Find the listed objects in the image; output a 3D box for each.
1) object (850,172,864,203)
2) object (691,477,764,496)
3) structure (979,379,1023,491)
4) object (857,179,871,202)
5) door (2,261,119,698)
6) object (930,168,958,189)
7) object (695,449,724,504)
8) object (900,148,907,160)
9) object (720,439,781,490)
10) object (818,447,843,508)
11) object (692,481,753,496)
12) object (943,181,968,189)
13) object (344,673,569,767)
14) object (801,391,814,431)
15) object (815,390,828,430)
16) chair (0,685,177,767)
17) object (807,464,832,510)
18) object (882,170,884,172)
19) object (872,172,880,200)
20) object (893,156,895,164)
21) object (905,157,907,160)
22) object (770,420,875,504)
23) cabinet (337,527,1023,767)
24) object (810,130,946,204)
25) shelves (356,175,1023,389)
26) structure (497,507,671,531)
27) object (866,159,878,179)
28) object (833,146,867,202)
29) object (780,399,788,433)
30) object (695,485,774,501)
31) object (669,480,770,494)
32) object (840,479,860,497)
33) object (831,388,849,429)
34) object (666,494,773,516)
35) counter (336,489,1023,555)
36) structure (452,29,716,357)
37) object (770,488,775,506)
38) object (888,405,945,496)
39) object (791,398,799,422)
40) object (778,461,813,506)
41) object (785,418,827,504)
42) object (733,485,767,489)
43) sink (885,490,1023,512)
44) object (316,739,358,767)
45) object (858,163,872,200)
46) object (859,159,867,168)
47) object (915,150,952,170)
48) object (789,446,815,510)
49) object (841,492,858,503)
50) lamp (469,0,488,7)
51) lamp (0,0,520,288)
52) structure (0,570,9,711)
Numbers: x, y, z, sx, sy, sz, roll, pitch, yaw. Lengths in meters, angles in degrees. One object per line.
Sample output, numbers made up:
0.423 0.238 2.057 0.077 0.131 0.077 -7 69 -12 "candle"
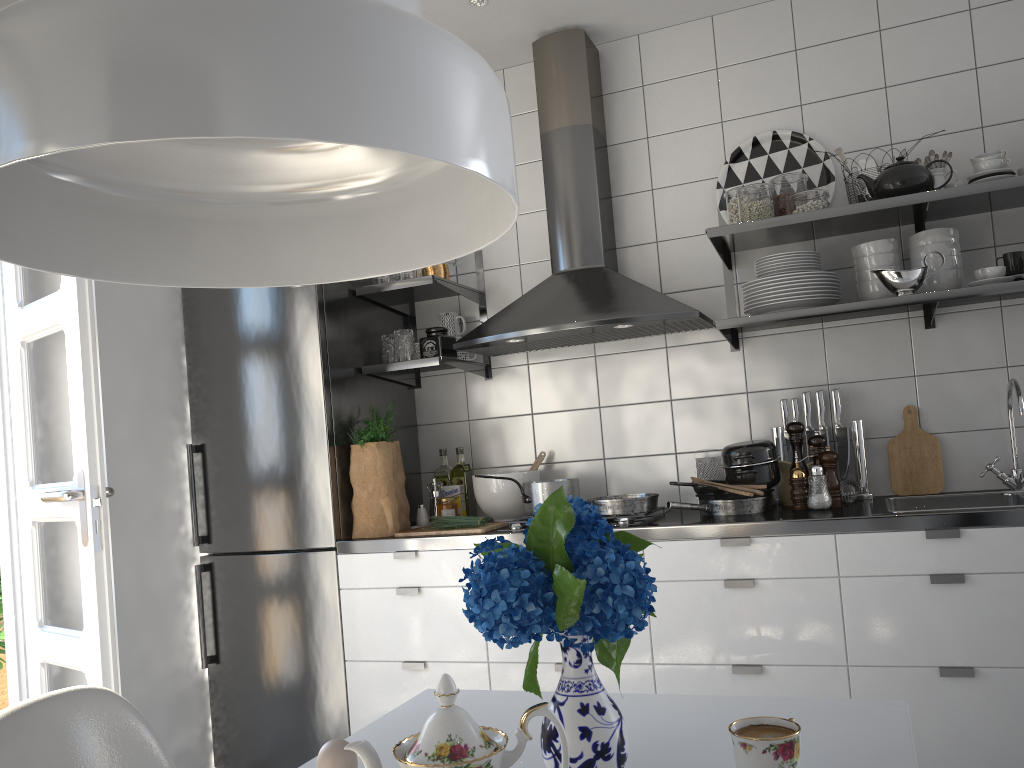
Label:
1.132 -0.608 2.885 0.023 0.186 0.080 -5 -3 -5 "object"
0.652 0.312 2.721 0.059 0.060 0.335 -4 -4 -21 "object"
1.546 0.158 2.662 0.189 0.352 0.275 -5 -3 -2 "structure"
1.146 -0.602 2.864 0.022 0.167 0.125 -5 -3 7 "object"
-1.395 0.245 2.700 0.603 2.323 0.156 -7 -3 41 "door"
1.338 -0.604 2.772 0.084 0.130 0.084 -5 -3 0 "object"
0.680 0.325 3.046 0.101 0.201 0.081 -5 -3 11 "object"
1.230 -0.641 2.843 0.086 0.226 0.027 -5 -2 4 "object"
0.754 0.259 2.803 0.190 0.159 0.198 -4 -4 -17 "object"
0.974 0.284 2.712 0.058 0.184 0.058 -3 -3 -40 "object"
0.638 0.320 2.716 0.064 0.044 0.336 -4 -4 -12 "object"
1.334 -0.572 2.645 0.079 0.047 0.082 -5 -4 -4 "object"
-0.044 0.372 0.785 0.149 0.230 0.140 -7 -4 39 "object"
0.993 0.091 2.972 0.033 0.132 0.022 -6 -3 26 "object"
1.033 0.086 2.957 0.033 0.132 0.022 -6 -3 26 "object"
-0.373 0.802 1.125 0.543 0.799 0.465 -6 -3 16 "chair"
0.919 0.309 2.662 0.069 0.135 0.069 -5 -3 1 "object"
1.196 -0.618 2.854 0.029 0.187 0.153 -6 -3 35 "object"
1.177 -0.609 2.867 0.024 0.175 0.097 -6 -3 33 "object"
1.232 -0.634 2.865 0.068 0.217 0.020 -3 -3 -43 "object"
1.234 -0.624 2.820 0.062 0.190 0.023 -5 -2 3 "object"
1.026 0.263 2.959 0.322 0.260 0.067 -6 -3 21 "object"
1.067 0.805 2.641 3.242 0.794 0.663 -6 -3 21 "cabinet"
1.178 -0.661 2.838 0.378 0.278 0.198 -5 -3 4 "object"
0.683 -0.377 2.929 2.543 0.511 0.427 -6 -3 21 "shelves"
0.251 0.442 2.964 0.468 0.029 0.490 -6 -5 21 "structure"
1.198 -0.635 2.892 0.025 0.227 0.086 -4 -2 -9 "object"
1.093 -0.641 2.822 0.113 0.249 0.021 -6 -3 26 "object"
0.925 0.108 3.000 0.028 0.114 0.019 -5 -2 17 "object"
0.657 0.342 2.778 0.347 0.082 0.244 -3 -5 -27 "object"
0.668 0.327 2.774 0.246 0.080 0.356 -7 -5 29 "object"
1.097 0.345 2.886 0.069 0.068 0.029 -6 -3 26 "object"
1.085 0.081 2.936 0.046 0.132 0.022 -6 -3 25 "object"
0.649 0.380 2.805 0.351 0.060 0.232 -5 -4 0 "object"
1.035 0.389 2.662 3.243 0.045 0.651 -6 -5 21 "counter"
0.192 -0.701 3.100 0.869 1.091 0.472 -6 -3 21 "structure"
0.841 0.371 2.951 0.066 0.067 0.053 -4 -3 -18 "object"
1.309 0.214 2.886 0.157 0.293 0.047 -6 -2 21 "object"
0.958 0.104 2.987 0.028 0.114 0.019 -5 -2 17 "object"
0.930 0.321 2.895 0.115 0.144 0.128 -3 -4 -30 "object"
0.935 0.244 2.794 0.124 0.282 0.061 -6 -3 26 "object"
0.679 0.323 2.748 0.065 0.021 0.337 -4 -5 -15 "object"
1.460 0.368 2.467 0.766 0.111 0.488 -6 -5 21 "sink"
-0.204 0.448 1.038 0.048 0.063 0.048 -6 -3 25 "object"
1.169 -0.629 2.889 0.028 0.220 0.100 -4 -3 -7 "object"
1.169 -0.634 2.910 0.029 0.232 0.063 -5 -2 9 "object"
1.333 -0.645 2.787 0.105 0.203 0.077 -6 -3 19 "object"
0.892 0.288 2.723 0.080 0.192 0.058 -5 -2 10 "object"
1.068 0.361 2.826 0.072 0.031 0.070 -6 -4 21 "object"
-0.112 -1.270 2.921 0.064 0.030 0.064 -6 -4 14 "lamp"
-0.236 -0.762 0.645 0.373 1.321 0.374 -3 -3 -37 "lamp"
-2.639 0.965 3.878 1.264 1.278 1.176 -6 -3 23 "structure"
